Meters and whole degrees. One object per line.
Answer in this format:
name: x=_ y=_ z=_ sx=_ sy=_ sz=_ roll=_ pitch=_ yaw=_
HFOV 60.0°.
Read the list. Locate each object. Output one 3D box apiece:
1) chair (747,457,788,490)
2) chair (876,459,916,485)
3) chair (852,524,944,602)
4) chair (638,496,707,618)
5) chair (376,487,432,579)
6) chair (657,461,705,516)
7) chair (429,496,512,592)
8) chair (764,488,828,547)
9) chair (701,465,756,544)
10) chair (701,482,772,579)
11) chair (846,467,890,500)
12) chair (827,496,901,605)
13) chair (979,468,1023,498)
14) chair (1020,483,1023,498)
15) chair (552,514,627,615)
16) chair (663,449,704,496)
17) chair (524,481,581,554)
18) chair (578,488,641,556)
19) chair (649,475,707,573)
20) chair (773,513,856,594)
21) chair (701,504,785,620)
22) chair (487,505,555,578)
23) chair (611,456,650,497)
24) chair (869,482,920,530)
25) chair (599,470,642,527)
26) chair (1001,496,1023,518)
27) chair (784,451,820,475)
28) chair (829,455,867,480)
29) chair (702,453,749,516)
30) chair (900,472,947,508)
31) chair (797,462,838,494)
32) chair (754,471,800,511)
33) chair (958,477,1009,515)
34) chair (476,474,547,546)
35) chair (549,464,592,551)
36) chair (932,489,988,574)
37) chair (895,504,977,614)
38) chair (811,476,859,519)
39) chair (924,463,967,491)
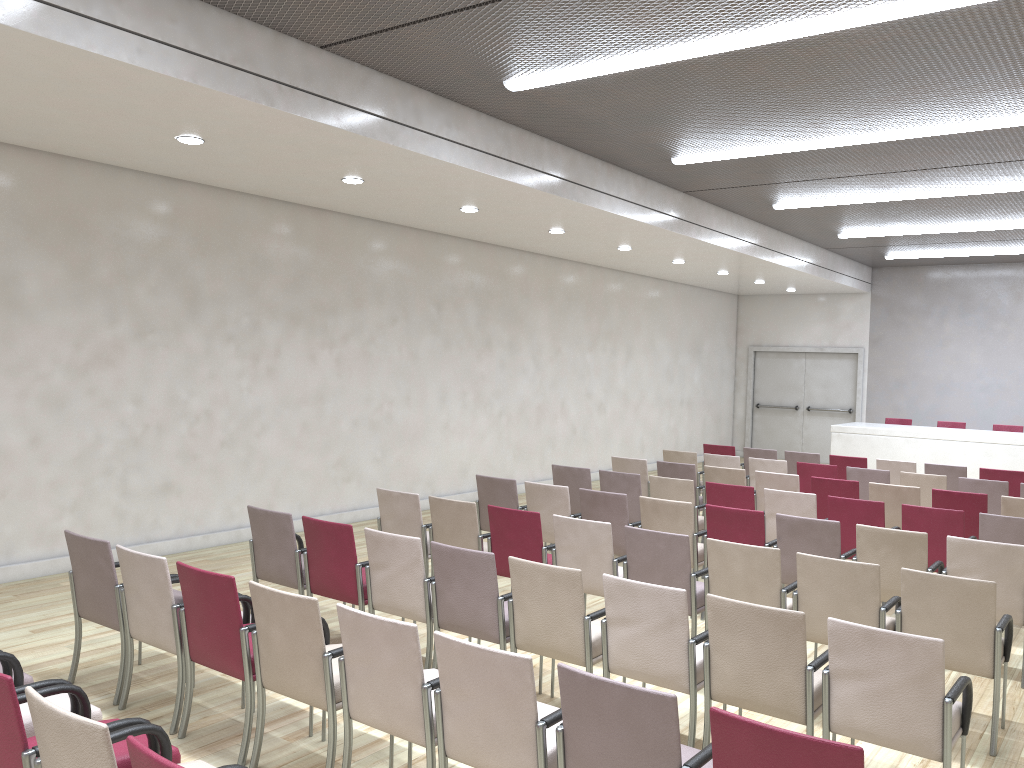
chair: x=3.075 y=1.302 z=10.386 sx=0.513 sy=0.890 sz=0.640 roll=3 pitch=2 yaw=35
chair: x=4.696 y=1.346 z=10.720 sx=0.513 sy=0.890 sz=0.640 roll=3 pitch=2 yaw=37
chair: x=2.659 y=1.397 z=6.105 sx=0.513 sy=0.890 sz=0.640 roll=3 pitch=2 yaw=36
chair: x=1.336 y=1.329 z=7.066 sx=0.513 sy=0.890 sz=0.640 roll=3 pitch=2 yaw=36
chair: x=-0.722 y=1.263 z=7.058 sx=0.513 sy=0.890 sz=0.640 roll=3 pitch=2 yaw=37
chair: x=1.901 y=1.281 z=9.705 sx=0.513 sy=0.890 sz=0.640 roll=3 pitch=2 yaw=36
chair: x=-0.285 y=1.285 z=6.736 sx=0.513 sy=0.890 sz=0.640 roll=3 pitch=2 yaw=36
chair: x=2.505 y=1.350 z=7.748 sx=0.513 sy=0.890 sz=0.640 roll=3 pitch=2 yaw=36
chair: x=2.344 y=1.303 z=9.395 sx=0.513 sy=0.890 sz=0.640 roll=3 pitch=2 yaw=35
chair: x=2.073 y=1.328 z=8.074 sx=0.513 sy=0.890 sz=0.640 roll=3 pitch=2 yaw=36
chair: x=3.961 y=1.347 z=9.722 sx=0.513 sy=0.890 sz=0.640 roll=3 pitch=2 yaw=36
chair: x=2.939 y=1.372 z=7.420 sx=0.513 sy=0.890 sz=0.640 roll=3 pitch=2 yaw=37
chair: x=5.579 y=1.391 z=10.065 sx=0.513 sy=0.890 sz=0.640 roll=3 pitch=2 yaw=36
chair: x=5.289 y=1.415 z=8.746 sx=0.513 sy=0.890 sz=0.640 roll=3 pitch=2 yaw=37
chair: x=0.611 y=1.331 z=6.094 sx=0.513 sy=0.890 sz=0.640 roll=3 pitch=2 yaw=36
chair: x=2.192 y=1.257 z=11.031 sx=0.513 sy=0.890 sz=0.640 roll=3 pitch=2 yaw=35
chair: x=0.446 y=1.284 z=7.718 sx=0.513 sy=0.890 sz=0.640 roll=3 pitch=2 yaw=37
chair: x=0.890 y=1.307 z=7.395 sx=0.513 sy=0.890 sz=0.640 roll=3 pitch=2 yaw=37
chair: x=1.618 y=1.305 z=8.395 sx=0.513 sy=0.890 sz=0.640 roll=3 pitch=2 yaw=36
chair: x=2.219 y=1.374 z=6.437 sx=0.513 sy=0.890 sz=0.640 roll=3 pitch=2 yaw=36
chair: x=1.786 y=1.352 z=6.760 sx=0.513 sy=0.890 sz=0.640 roll=3 pitch=2 yaw=36
chair: x=0.164 y=1.308 z=6.405 sx=0.513 sy=0.890 sz=0.640 roll=3 pitch=2 yaw=36
chair: x=1.451 y=1.258 z=10.032 sx=0.513 sy=0.890 sz=0.640 roll=3 pitch=2 yaw=37
chair: x=3.676 y=1.371 z=8.418 sx=0.513 sy=0.890 sz=0.640 roll=3 pitch=2 yaw=36
chair: x=1.180 y=1.283 z=8.714 sx=0.513 sy=0.890 sz=0.640 roll=3 pitch=2 yaw=36
chair: x=4.558 y=1.416 z=7.770 sx=0.513 sy=0.890 sz=0.640 roll=3 pitch=2 yaw=36
chair: x=3.802 y=1.300 z=11.380 sx=0.513 sy=0.890 sz=0.640 roll=3 pitch=2 yaw=37
chair: x=4.246 y=1.323 z=11.045 sx=0.513 sy=0.890 sz=0.640 roll=3 pitch=2 yaw=35
chair: x=2.628 y=1.279 z=10.698 sx=0.513 sy=0.890 sz=0.640 roll=3 pitch=2 yaw=36
chair: x=4.405 y=1.369 z=9.412 sx=0.513 sy=0.890 sz=0.640 roll=3 pitch=2 yaw=36
chair: x=3.529 y=1.325 z=10.058 sx=0.513 sy=0.890 sz=0.640 roll=3 pitch=2 yaw=36
chair: x=2.789 y=1.326 z=9.055 sx=0.513 sy=0.890 sz=0.640 roll=3 pitch=2 yaw=37
chair: x=4.848 y=1.392 z=9.071 sx=0.513 sy=0.890 sz=0.640 roll=3 pitch=2 yaw=36
chair: x=0.015 y=1.262 z=8.052 sx=0.513 sy=0.890 sz=0.640 roll=3 pitch=2 yaw=37
chair: x=0.736 y=1.260 z=9.047 sx=0.513 sy=0.890 sz=0.640 roll=3 pitch=2 yaw=35
chair: x=4.117 y=1.393 z=8.096 sx=0.513 sy=0.890 sz=0.640 roll=3 pitch=2 yaw=36
chair: x=3.403 y=1.396 z=7.092 sx=0.513 sy=0.890 sz=0.640 roll=3 pitch=2 yaw=36
chair: x=3.237 y=1.349 z=8.726 sx=0.513 sy=0.890 sz=0.640 roll=3 pitch=2 yaw=35
chair: x=5.123 y=1.368 z=10.396 sx=0.513 sy=0.890 sz=0.640 roll=3 pitch=2 yaw=37
